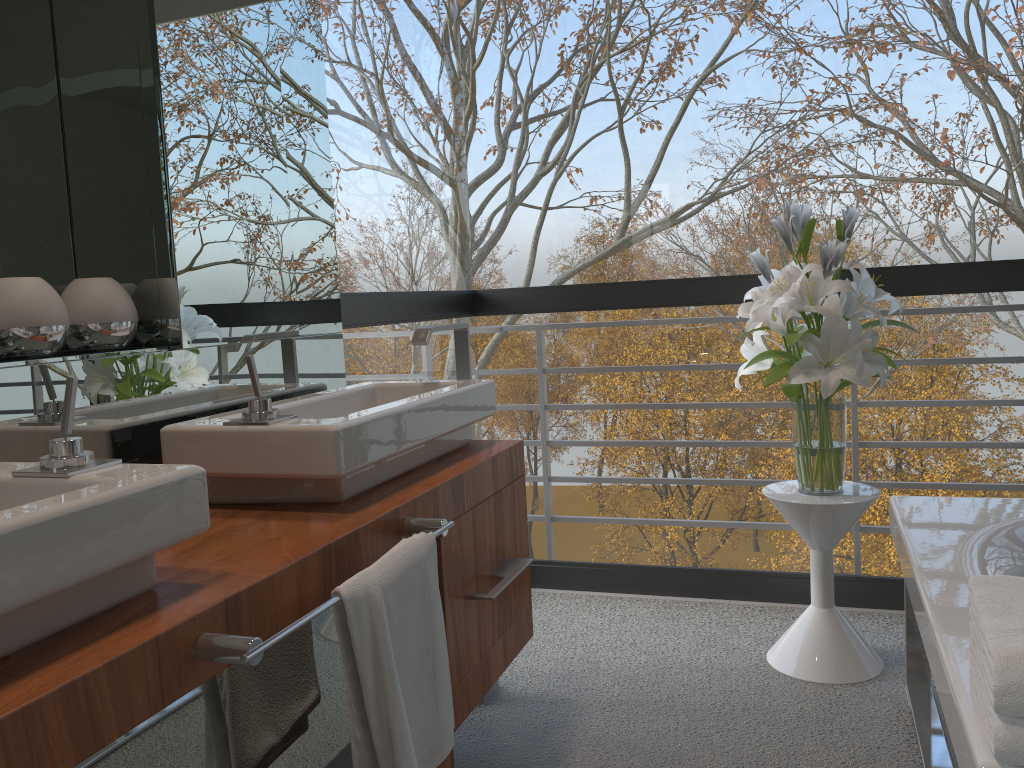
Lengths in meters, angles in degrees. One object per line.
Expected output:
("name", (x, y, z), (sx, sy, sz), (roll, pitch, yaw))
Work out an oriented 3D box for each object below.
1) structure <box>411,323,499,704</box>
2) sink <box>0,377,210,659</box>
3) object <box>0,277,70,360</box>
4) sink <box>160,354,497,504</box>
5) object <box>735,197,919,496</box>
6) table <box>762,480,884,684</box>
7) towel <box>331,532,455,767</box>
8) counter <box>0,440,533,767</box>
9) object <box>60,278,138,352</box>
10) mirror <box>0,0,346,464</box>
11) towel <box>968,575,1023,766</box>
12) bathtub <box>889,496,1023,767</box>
("structure", (-0.143, 0.345, 2.234), (0.069, 0.988, 0.303), (-1, 5, 19))
("sink", (-0.671, 0.159, 0.829), (0.352, 0.266, 0.751), (-1, 6, 19))
("object", (-0.800, -0.108, 1.451), (0.136, 0.130, 0.136), (-6, 6, -28))
("sink", (-0.325, 0.046, 1.828), (0.352, 0.266, 0.751), (-1, 6, 19))
("object", (0.806, -0.103, 2.385), (0.460, 0.795, 0.450), (-8, 7, -43))
("table", (0.854, 0.529, 2.441), (0.307, 0.478, 0.308), (-3, 5, 3))
("towel", (-0.158, 0.428, 1.308), (0.079, 0.368, 0.303), (-1, 5, 20))
("counter", (-0.430, 0.586, 1.338), (0.524, 0.704, 1.850), (-1, 6, 19))
("object", (-0.749, -0.125, 1.599), (0.136, 0.130, 0.136), (-6, 6, -28))
("mirror", (-0.848, -0.552, 1.391), (0.253, 1.616, 1.792), (-1, 5, 19))
("towel", (0.727, 0.345, 1.037), (0.322, 0.145, 0.305), (-1, 6, 22))
("bathtub", (1.669, 0.583, 1.304), (1.958, 0.504, 1.329), (-1, 6, 19))
